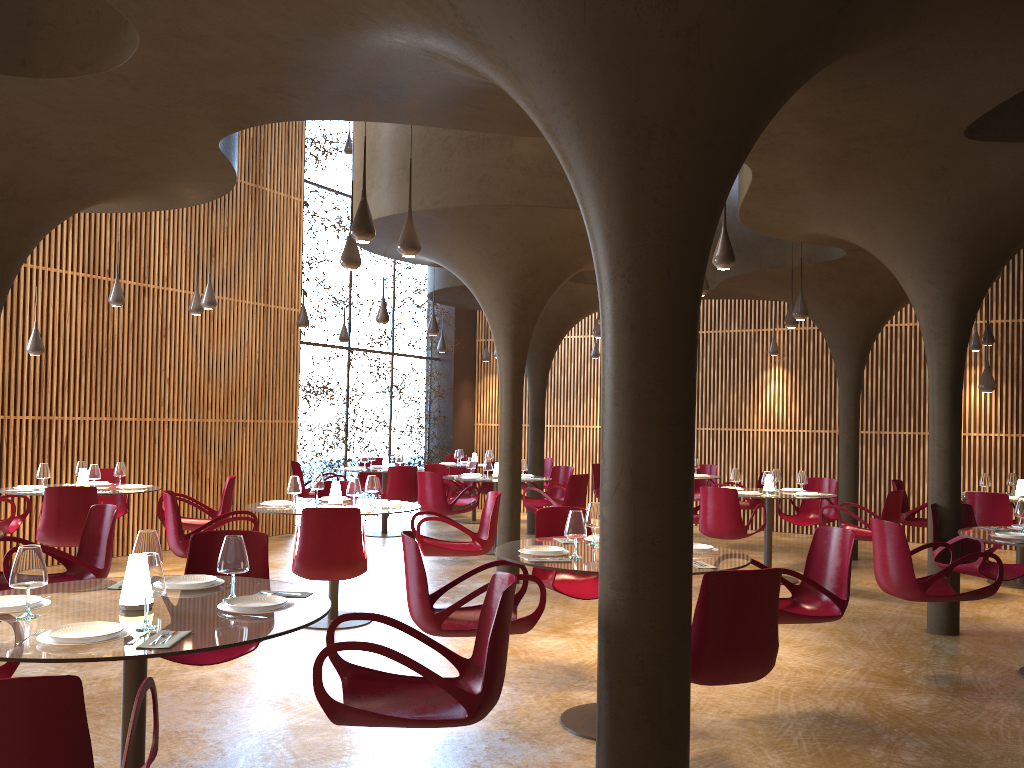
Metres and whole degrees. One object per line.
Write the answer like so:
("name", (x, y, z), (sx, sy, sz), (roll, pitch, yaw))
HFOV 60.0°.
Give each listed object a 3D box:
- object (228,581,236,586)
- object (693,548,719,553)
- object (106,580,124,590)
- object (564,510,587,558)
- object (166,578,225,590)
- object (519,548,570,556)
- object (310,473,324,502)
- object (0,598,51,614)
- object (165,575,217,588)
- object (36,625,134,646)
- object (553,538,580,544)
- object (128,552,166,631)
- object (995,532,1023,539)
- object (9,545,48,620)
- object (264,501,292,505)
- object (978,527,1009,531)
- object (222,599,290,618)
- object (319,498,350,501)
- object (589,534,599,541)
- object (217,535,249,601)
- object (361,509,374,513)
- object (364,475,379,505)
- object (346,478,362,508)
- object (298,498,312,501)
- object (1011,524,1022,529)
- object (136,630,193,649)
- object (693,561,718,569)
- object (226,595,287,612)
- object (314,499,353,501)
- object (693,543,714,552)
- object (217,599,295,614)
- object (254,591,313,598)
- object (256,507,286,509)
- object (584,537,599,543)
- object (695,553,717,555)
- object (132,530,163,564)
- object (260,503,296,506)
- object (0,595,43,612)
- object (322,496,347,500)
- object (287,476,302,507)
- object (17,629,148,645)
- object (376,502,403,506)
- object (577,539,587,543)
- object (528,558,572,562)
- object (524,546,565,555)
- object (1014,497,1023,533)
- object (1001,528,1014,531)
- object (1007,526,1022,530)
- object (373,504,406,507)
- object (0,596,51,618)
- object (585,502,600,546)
("object", (-1.601, 0.996, 4.415), (0.411, 0.012, 0.204), (2, -3, -10))
("object", (1.225, 1.117, 5.982), (0.332, 0.014, 0.332), (-1, -3, 35))
("object", (-1.908, 0.996, 4.402), (0.126, 0.017, 0.262), (1, -3, -6))
("object", (0.403, 0.948, 5.605), (0.142, 0.295, 0.142), (0, -1, 25))
("object", (-1.606, 0.995, 4.414), (0.332, 0.014, 0.332), (3, -3, -41))
("object", (0.208, 1.087, 5.734), (0.332, 0.014, 0.332), (0, -3, 28))
("object", (-1.983, 1.054, 9.026), (0.142, 0.295, 0.142), (1, -1, -17))
("object", (-2.172, 0.958, 3.820), (0.332, 0.014, 0.332), (0, -3, 13))
("object", (-1.605, 0.985, 4.414), (0.263, 0.029, 0.263), (1, -2, 1))
("object", (-1.604, 0.948, 3.339), (0.332, 0.014, 0.332), (-1, -3, 37))
("object", (0.388, 1.125, 6.348), (0.126, 0.017, 0.262), (2, -3, -14))
("object", (-1.448, 0.822, 3.517), (0.142, 0.295, 0.142), (1, -1, 20))
("object", (3.994, 1.207, 7.057), (0.263, 0.029, 0.263), (2, -3, -13))
("object", (-1.997, 0.818, 3.664), (0.142, 0.295, 0.142), (0, -2, 44))
("object", (-2.270, 1.157, 8.600), (0.263, 0.029, 0.263), (1, -3, 3))
("object", (4.156, 1.253, 7.653), (0.126, 0.017, 0.262), (1, -3, -2))
("object", (-1.130, 0.983, 3.919), (0.204, 0.012, 0.411), (1, -3, 0))
("object", (-1.844, 1.201, 9.209), (0.332, 0.014, 0.332), (3, -3, -43))
("object", (0.686, 1.116, 6.402), (0.263, 0.029, 0.263), (2, -3, -23))
("object", (-1.288, 0.850, 4.094), (0.142, 0.295, 0.142), (1, -1, 14))
("object", (-1.344, 1.172, 8.169), (0.126, 0.017, 0.262), (1, -3, -1))
("object", (-1.397, 1.056, 8.823), (0.142, 0.295, 0.142), (0, -2, 44))
("object", (-1.490, 1.034, 8.359), (0.142, 0.295, 0.142), (1, -1, -14))
("object", (-2.146, 1.202, 9.200), (0.126, 0.017, 0.262), (1, -3, -5))
("object", (4.459, 1.241, 7.647), (0.263, 0.029, 0.263), (3, -3, -31))
("object", (-1.302, 0.960, 3.328), (0.126, 0.017, 0.262), (1, -3, -1))
("object", (1.138, 1.096, 5.369), (0.126, 0.017, 0.262), (1, -3, -9))
("object", (-1.130, 0.973, 3.923), (0.263, 0.029, 0.263), (0, -3, 23))
("object", (-1.839, 1.203, 9.210), (0.411, 0.012, 0.204), (1, -3, -9))
("object", (1.225, 1.108, 5.983), (0.263, 0.029, 0.263), (0, -3, 28))
("object", (-1.130, 0.982, 3.923), (0.332, 0.014, 0.332), (2, -3, -28))
("object", (-1.091, 1.004, 4.223), (0.262, 0.017, 0.126), (1, -2, 4))
("object", (-2.254, 1.161, 8.297), (0.262, 0.017, 0.126), (1, -3, -7))
("object", (0.685, 1.125, 6.402), (0.332, 0.014, 0.332), (-1, -3, 38))
("object", (1.226, 1.118, 5.978), (0.204, 0.012, 0.411), (1, -3, -8))
("object", (-1.743, 0.847, 4.230), (0.142, 0.295, 0.142), (0, -2, 38))
("object", (-2.271, 1.167, 8.599), (0.332, 0.014, 0.332), (1, -3, -6))
("object", (-2.171, 0.949, 3.820), (0.263, 0.029, 0.263), (3, -3, -32))
("object", (-1.844, 1.192, 9.209), (0.263, 0.029, 0.263), (1, -2, 2))
("object", (-2.079, 1.027, 8.465), (0.142, 0.295, 0.142), (0, -1, 26))
("object", (-1.608, 0.949, 3.338), (0.410, 0.012, 0.204), (1, -3, -6))
("object", (-1.200, 1.181, 8.699), (0.263, 0.029, 0.263), (2, -3, -14))
("object", (0.690, 1.127, 6.404), (0.411, 0.012, 0.204), (2, -3, -18))
("object", (0.231, 1.082, 5.433), (0.262, 0.017, 0.126), (1, -3, -8))
("object", (0.208, 1.078, 5.735), (0.263, 0.029, 0.263), (2, -3, -24))
("object", (4.311, 1.104, 7.471), (0.142, 0.295, 0.142), (2, -1, -26))
("object", (4.463, 1.252, 7.648), (0.410, 0.012, 0.204), (1, -3, -6))
("object", (4.459, 1.251, 7.647), (0.332, 0.014, 0.332), (0, -3, 14))
("object", (-1.201, 1.191, 8.699), (0.332, 0.014, 0.332), (3, -3, -36))
("object", (-2.172, 0.960, 3.824), (0.204, 0.012, 0.411), (1, -3, -4))
("object", (0.576, 0.978, 6.200), (0.142, 0.295, 0.142), (1, -1, -3))
